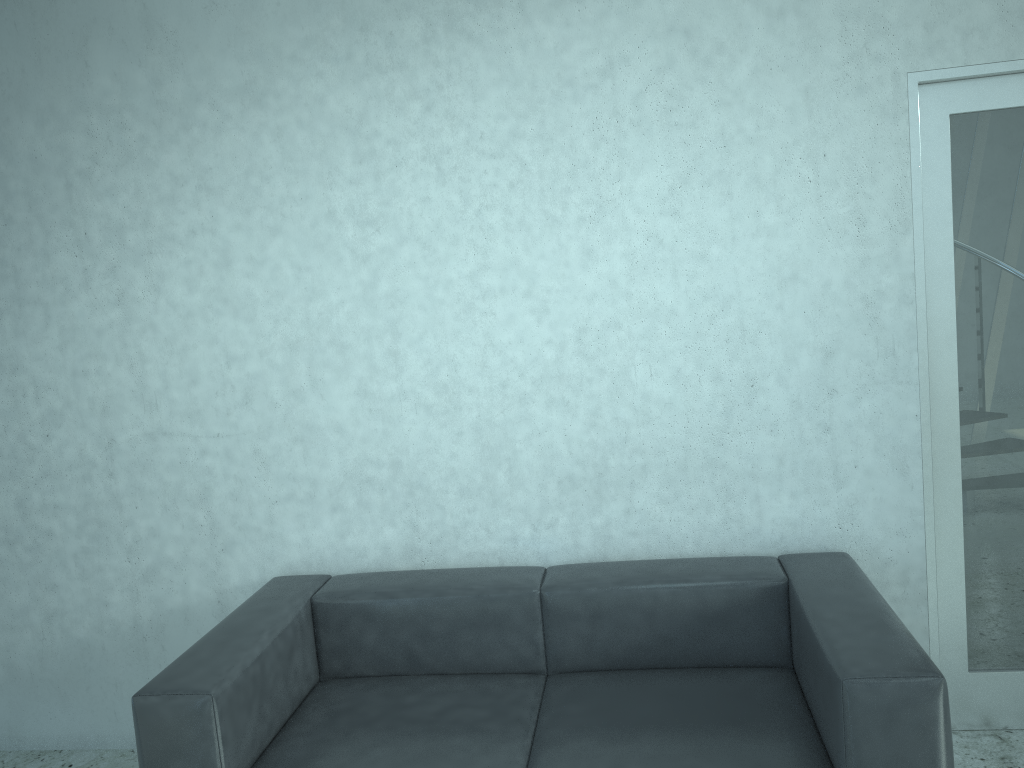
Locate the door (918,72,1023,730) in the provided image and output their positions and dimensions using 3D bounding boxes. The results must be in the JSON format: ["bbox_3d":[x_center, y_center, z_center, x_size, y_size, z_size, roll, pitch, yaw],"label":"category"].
[{"bbox_3d":[2.671,-0.379,3.065,2.576,3.200,1.162,-9,8,-34],"label":"door"}]

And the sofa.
[{"bbox_3d":[0.084,0.970,2.586,2.025,0.652,0.943,-4,6,8],"label":"sofa"}]
